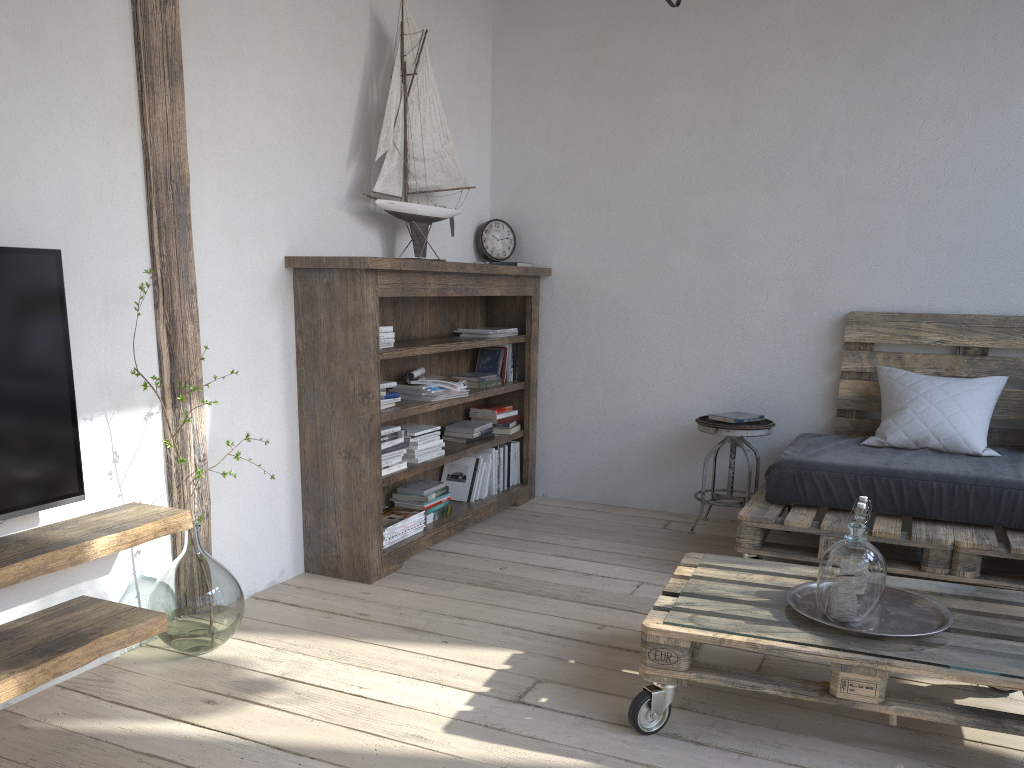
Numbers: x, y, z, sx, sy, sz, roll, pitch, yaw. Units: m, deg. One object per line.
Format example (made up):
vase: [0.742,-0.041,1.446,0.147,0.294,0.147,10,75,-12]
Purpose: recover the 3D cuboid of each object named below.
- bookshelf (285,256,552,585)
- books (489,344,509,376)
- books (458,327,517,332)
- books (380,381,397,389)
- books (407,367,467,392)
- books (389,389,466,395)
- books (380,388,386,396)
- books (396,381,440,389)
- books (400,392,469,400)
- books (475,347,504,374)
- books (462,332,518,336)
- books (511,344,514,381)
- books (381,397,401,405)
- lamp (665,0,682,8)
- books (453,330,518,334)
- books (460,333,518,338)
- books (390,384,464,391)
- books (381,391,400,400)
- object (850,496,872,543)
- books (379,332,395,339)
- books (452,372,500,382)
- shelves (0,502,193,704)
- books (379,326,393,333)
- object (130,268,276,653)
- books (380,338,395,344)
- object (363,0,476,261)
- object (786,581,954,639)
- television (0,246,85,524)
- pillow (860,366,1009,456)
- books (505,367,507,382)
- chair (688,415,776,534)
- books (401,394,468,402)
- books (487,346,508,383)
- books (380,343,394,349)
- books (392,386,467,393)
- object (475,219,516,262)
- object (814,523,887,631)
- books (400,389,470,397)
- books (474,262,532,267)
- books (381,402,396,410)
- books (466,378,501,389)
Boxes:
bookshelf: [-0.308,0.077,3.855,0.346,1.202,1.595,7,10,24]
books: [-0.090,-0.108,4.377,0.138,0.196,0.049,6,13,23]
books: [-0.116,-0.264,4.248,0.204,0.009,0.253,3,7,21]
books: [-0.552,0.005,3.387,0.139,0.019,0.181,4,7,24]
books: [-0.318,-0.015,3.778,0.221,0.090,0.255,2,7,4]
books: [-0.359,0.026,3.746,0.202,0.009,0.255,7,9,41]
books: [-0.553,0.025,3.385,0.132,0.021,0.195,0,7,-9]
books: [-0.370,-0.001,3.743,0.203,0.009,0.254,6,8,36]
books: [-0.341,0.042,3.762,0.203,0.009,0.254,5,7,29]
books: [-0.113,-0.091,4.327,0.131,0.176,0.080,6,13,24]
books: [-0.103,-0.249,4.270,0.204,0.009,0.253,3,7,16]
books: [-0.058,-0.111,4.443,0.139,0.190,0.019,6,14,23]
books: [-0.555,0.064,3.396,0.156,0.017,0.215,4,7,24]
lamp: [0.334,-1.422,1.845,0.398,1.111,0.398,-5,13,-24]
books: [-0.125,-0.255,4.240,0.203,0.009,0.254,5,8,31]
books: [-0.109,-0.239,4.259,0.204,0.009,0.253,3,7,19]
books: [-0.364,0.008,3.747,0.203,0.009,0.254,5,8,31]
books: [-0.558,0.045,3.385,0.145,0.021,0.206,7,9,40]
object: [0.901,0.433,2.297,0.071,0.274,0.151,7,13,24]
books: [-0.567,-0.183,3.312,0.157,0.022,0.215,4,7,24]
books: [-0.171,-0.032,4.196,0.149,0.022,0.201,5,7,28]
shelves: [-1.315,0.654,1.871,0.329,0.461,1.575,6,8,24]
books: [-0.573,-0.206,3.310,0.157,0.022,0.215,4,7,24]
object: [-0.917,0.228,2.663,0.275,1.148,0.503,3,12,11]
books: [-0.550,-0.161,3.312,0.139,0.019,0.181,4,7,24]
object: [-0.353,-0.998,3.529,0.139,1.017,0.776,8,13,29]
object: [0.900,0.571,2.230,0.390,0.022,0.391,7,9,44]
television: [-1.350,0.074,1.746,0.205,0.722,1.084,7,10,24]
pillow: [1.996,0.095,3.457,1.124,0.364,0.344,4,10,24]
books: [-0.079,-0.100,4.409,0.116,0.177,0.017,6,14,23]
chair: [0.999,0.416,4.013,0.351,0.533,0.347,7,12,27]
books: [-0.344,0.051,3.756,0.203,0.009,0.254,5,8,33]
books: [-0.097,-0.096,4.355,0.139,0.180,0.058,5,13,22]
books: [-0.568,-0.145,3.323,0.156,0.017,0.215,3,7,19]
books: [-0.349,0.016,3.752,0.203,0.009,0.254,5,8,31]
object: [-0.079,-0.710,4.367,0.204,0.215,0.080,-4,13,-29]
object: [0.832,0.460,2.153,0.156,0.253,0.152,0,11,-7]
books: [-0.333,0.032,3.772,0.203,0.009,0.254,4,7,26]
books: [-0.045,-0.592,4.380,0.235,0.026,0.175,4,7,24]
books: [-0.553,0.082,3.405,0.139,0.020,0.181,3,7,19]
books: [-0.173,-0.008,4.211,0.161,0.031,0.215,4,7,27]
